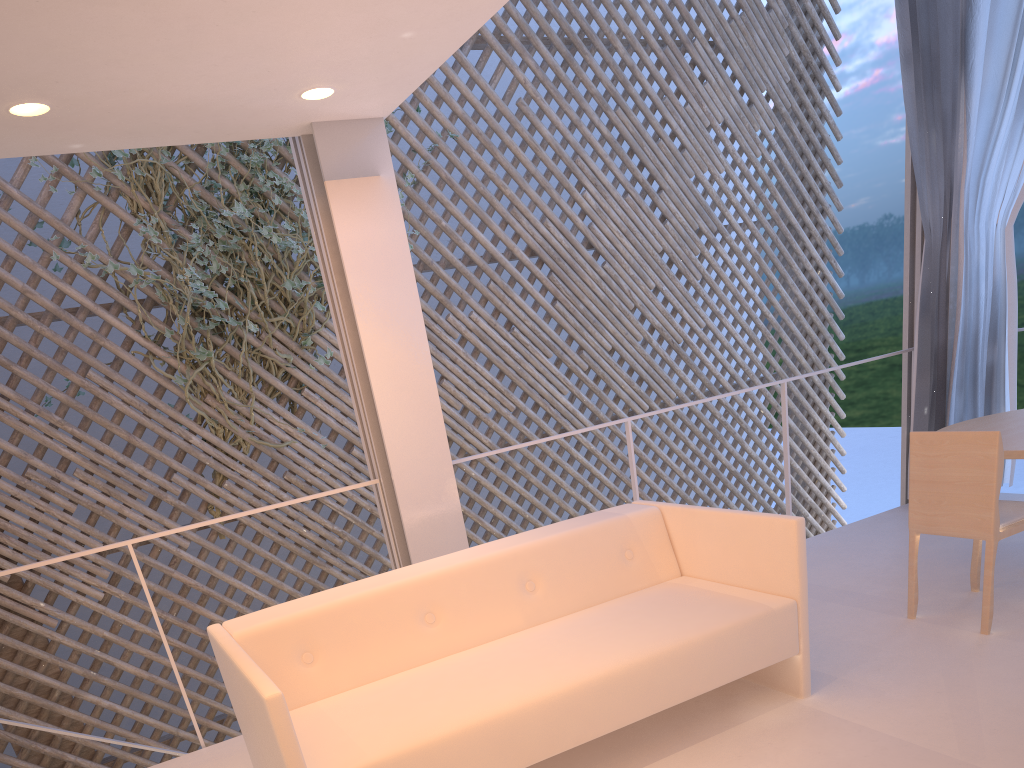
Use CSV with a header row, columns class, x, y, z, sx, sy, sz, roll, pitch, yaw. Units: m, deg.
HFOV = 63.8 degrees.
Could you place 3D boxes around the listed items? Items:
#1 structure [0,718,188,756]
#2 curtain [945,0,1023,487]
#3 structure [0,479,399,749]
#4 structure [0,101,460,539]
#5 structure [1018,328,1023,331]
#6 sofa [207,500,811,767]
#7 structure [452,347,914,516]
class,x,y,z,sx,sy,sz,roll,pitch,yaw
structure,-1.344,1.447,2.584,1.863,2.153,1.122,-18,18,-30
curtain,1.362,-0.906,2.049,0.093,2.643,0.481,-23,24,-32
structure,-1.000,0.668,1.725,1.639,0.621,0.025,-13,20,-23
structure,-0.820,-0.896,3.062,2.233,2.987,0.697,-18,21,-30
structure,2.574,0.579,2.633,1.389,1.958,1.284,-17,17,-25
sofa,0.011,0.526,1.552,0.948,0.408,0.475,-13,10,-24
structure,0.604,0.327,2.417,1.637,0.621,0.025,-13,20,-23
